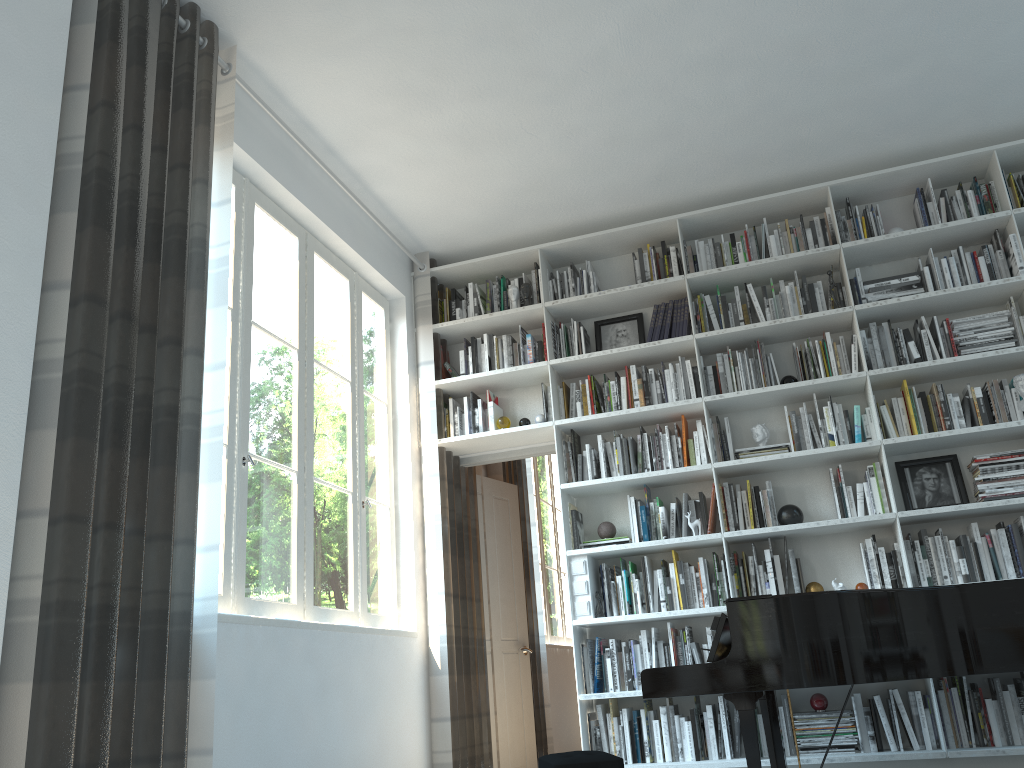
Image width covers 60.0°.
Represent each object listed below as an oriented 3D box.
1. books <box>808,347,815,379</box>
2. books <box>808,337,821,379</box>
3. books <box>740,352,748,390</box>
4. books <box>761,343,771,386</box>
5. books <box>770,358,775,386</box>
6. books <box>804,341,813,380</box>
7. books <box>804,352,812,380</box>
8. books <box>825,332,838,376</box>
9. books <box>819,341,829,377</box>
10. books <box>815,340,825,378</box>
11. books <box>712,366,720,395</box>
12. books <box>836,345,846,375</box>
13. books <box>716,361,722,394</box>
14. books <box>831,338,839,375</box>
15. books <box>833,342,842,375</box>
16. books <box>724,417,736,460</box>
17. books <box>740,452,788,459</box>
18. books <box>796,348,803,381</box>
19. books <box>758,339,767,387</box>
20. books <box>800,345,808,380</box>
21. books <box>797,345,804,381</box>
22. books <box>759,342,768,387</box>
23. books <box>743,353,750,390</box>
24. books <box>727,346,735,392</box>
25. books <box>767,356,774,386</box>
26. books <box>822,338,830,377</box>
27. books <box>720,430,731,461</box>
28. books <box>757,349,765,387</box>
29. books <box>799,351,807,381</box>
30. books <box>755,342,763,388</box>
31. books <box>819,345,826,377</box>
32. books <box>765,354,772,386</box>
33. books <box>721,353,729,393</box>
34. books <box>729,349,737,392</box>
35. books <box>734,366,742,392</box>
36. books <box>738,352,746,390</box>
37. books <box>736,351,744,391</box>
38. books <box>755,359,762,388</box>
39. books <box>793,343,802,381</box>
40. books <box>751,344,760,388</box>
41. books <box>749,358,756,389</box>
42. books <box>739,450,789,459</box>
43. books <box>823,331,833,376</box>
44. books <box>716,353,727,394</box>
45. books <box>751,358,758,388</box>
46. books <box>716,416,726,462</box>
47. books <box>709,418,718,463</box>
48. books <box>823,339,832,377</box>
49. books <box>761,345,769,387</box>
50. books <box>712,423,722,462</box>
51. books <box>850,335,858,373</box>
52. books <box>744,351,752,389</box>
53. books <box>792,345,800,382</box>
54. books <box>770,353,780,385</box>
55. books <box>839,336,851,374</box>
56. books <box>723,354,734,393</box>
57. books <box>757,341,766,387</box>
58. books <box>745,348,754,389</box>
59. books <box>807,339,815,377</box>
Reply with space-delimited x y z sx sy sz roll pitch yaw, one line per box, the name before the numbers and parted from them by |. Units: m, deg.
books | 1.636 -0.073 4.839 0.006 0.215 0.181 -10 -19 16
books | 1.667 -0.101 4.873 0.033 0.286 0.155 -10 -19 16
books | 1.310 -0.028 4.965 0.010 0.260 0.170 -10 -19 16
books | 1.416 -0.065 4.919 0.011 0.286 0.189 -10 -19 16
books | 1.453 -0.026 4.922 0.004 0.209 0.132 -10 -19 16
books | 1.637 -0.086 4.879 0.009 0.265 0.150 -10 -19 16
books | 1.627 -0.055 4.863 0.011 0.199 0.163 -10 -19 16
books | 1.743 -0.118 4.833 0.022 0.283 0.190 -10 -19 16
books | 1.711 -0.096 4.845 0.017 0.252 0.140 -10 -19 16
books | 1.680 -0.094 4.829 0.013 0.243 0.189 -10 -19 16
books | 1.165 0.021 5.014 0.024 0.218 0.140 -10 -19 16
books | 1.791 -0.090 4.819 0.024 0.215 0.142 -10 -19 16
books | 1.177 0.005 5.001 0.012 0.239 0.134 -10 -19 16
books | 1.761 -0.106 4.830 0.010 0.256 0.140 -10 -19 16
books | 1.774 -0.094 4.826 0.011 0.229 0.166 -10 -19 16
books | 1.207 0.334 4.891 0.021 0.277 0.137 -10 -19 16
books | 1.365 0.408 4.808 0.254 0.012 0.161 -8 -20 12
books | 1.591 -0.064 4.890 0.005 0.238 0.146 -10 -19 16
books | 1.405 -0.077 4.951 0.005 0.330 0.162 -10 -19 16
books | 1.602 -0.076 4.853 0.005 0.235 0.179 -10 -19 16
books | 1.588 -0.073 4.867 0.005 0.239 0.174 -10 -19 16
books | 1.410 -0.066 4.945 0.005 0.304 0.163 -10 -19 16
books | 1.320 -0.028 4.961 0.011 0.255 0.152 -10 -19 16
books | 1.244 -0.042 4.996 0.011 0.316 0.155 -10 -19 16
books | 1.446 -0.028 4.928 0.012 0.217 0.151 -10 -19 16
books | 1.720 -0.104 4.844 0.004 0.264 0.142 -10 -19 16
books | 1.185 0.372 4.892 0.034 0.209 0.137 -10 -19 16
books | 1.392 -0.045 4.935 0.010 0.261 0.158 -10 -19 16
books | 1.603 -0.058 4.876 0.013 0.215 0.150 -10 -19 16
books | 1.386 -0.070 4.953 0.004 0.319 0.153 -10 -19 16
books | 1.702 -0.082 4.857 0.011 0.235 0.131 -10 -19 16
books | 1.437 -0.033 4.940 0.009 0.236 0.135 -10 -19 16
books | 1.208 -0.021 4.987 0.012 0.275 0.157 -10 -19 16
books | 1.248 -0.034 4.968 0.010 0.282 0.184 -10 -19 16
books | 1.275 0.013 4.963 0.029 0.186 0.149 -10 -19 16
books | 1.292 -0.029 4.945 0.012 0.250 0.184 -10 -19 16
books | 1.282 -0.033 4.948 0.009 0.262 0.190 -10 -19 16
books | 1.386 -0.016 4.949 0.012 0.216 0.133 -10 -19 16
books | 1.583 -0.079 4.901 0.012 0.275 0.129 -10 -19 16
books | 1.365 -0.057 4.941 0.011 0.290 0.177 -10 -19 16
books | 1.345 -0.016 4.930 0.011 0.208 0.181 -10 -19 16
books | 1.363 0.396 4.810 0.254 0.012 0.161 -8 -19 11
books | 1.728 -0.125 4.843 0.006 0.302 0.166 -10 -19 16
books | 1.191 -0.019 4.996 0.026 0.278 0.151 -10 -19 16
books | 1.363 -0.018 4.952 0.011 0.225 0.130 -10 -19 16
books | 1.164 0.337 4.922 0.011 0.297 0.136 -10 -19 16
books | 1.128 0.346 4.919 0.012 0.284 0.160 -10 -19 16
books | 1.724 -0.100 4.835 0.006 0.252 0.181 -10 -19 16
books | 1.415 -0.058 4.938 0.004 0.283 0.167 -10 -19 16
books | 1.144 0.354 4.905 0.024 0.256 0.134 -10 -19 16
books | 1.843 -0.120 4.776 0.064 0.236 0.209 -10 -20 16
books | 1.324 -0.036 4.945 0.009 0.260 0.181 -10 -19 16
books | 1.573 -0.070 4.893 0.005 0.253 0.161 -10 -19 16
books | 1.465 -0.041 4.915 0.031 0.231 0.148 -10 -19 16
books | 1.808 -0.116 4.811 0.022 0.256 0.155 -10 -19 16
books | 1.226 -0.017 4.980 0.024 0.261 0.178 -10 -19 16
books | 1.402 -0.068 4.953 0.005 0.315 0.157 -10 -19 16
books | 1.335 -0.045 4.950 0.011 0.278 0.169 -10 -19 16
books | 1.646 -0.095 4.867 0.005 0.274 0.157 -10 -19 16
